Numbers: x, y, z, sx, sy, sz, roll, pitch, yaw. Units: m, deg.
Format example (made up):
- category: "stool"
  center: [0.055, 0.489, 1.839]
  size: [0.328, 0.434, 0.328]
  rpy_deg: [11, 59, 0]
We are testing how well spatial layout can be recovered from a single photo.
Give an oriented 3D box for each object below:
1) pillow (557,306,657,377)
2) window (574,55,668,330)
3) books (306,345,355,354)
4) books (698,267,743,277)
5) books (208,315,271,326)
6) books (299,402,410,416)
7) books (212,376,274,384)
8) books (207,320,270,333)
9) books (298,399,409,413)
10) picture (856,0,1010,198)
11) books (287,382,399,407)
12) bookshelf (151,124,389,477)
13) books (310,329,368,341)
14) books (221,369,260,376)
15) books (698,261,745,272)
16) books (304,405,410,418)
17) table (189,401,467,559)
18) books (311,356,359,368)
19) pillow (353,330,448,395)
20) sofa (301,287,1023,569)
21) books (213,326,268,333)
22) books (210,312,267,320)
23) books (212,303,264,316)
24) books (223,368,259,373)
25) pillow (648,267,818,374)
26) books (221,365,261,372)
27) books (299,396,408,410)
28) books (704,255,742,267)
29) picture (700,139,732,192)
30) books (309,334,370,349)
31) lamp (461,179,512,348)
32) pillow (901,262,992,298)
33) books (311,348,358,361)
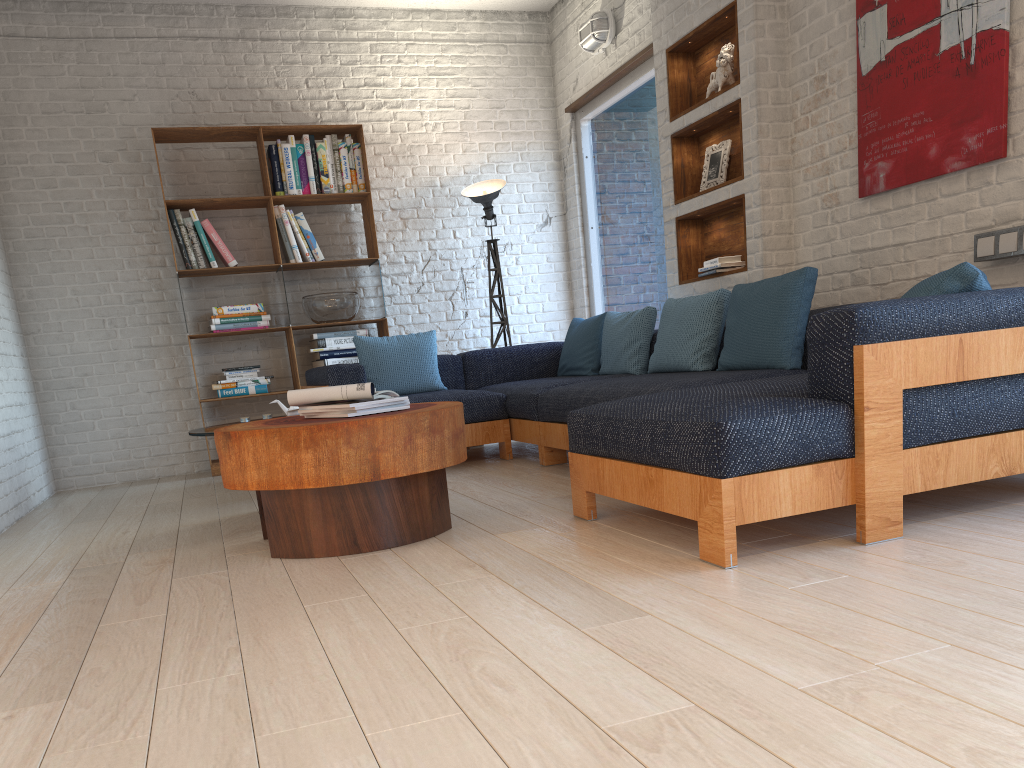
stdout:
- category: "pillow"
  center: [0.561, -0.239, 5.363]
  size: [0.241, 0.408, 1.090]
  rpy_deg: [-9, 4, -21]
- category: "window"
  center: [2.669, -2.932, 0.596]
  size: [0.641, 6.561, 12.146]
  rpy_deg: [-10, 5, -20]
- category: "books"
  center: [-1.217, -0.251, 6.164]
  size: [0.441, 0.021, 0.268]
  rpy_deg: [-7, 2, -18]
- category: "books"
  center: [1.139, -0.610, 4.754]
  size: [0.162, 0.017, 0.247]
  rpy_deg: [-6, 2, -9]
- category: "books"
  center: [-1.850, -0.428, 5.908]
  size: [0.375, 0.037, 0.241]
  rpy_deg: [-7, 2, -25]
- category: "books"
  center: [-0.570, 0.090, 3.159]
  size: [0.318, 0.011, 0.247]
  rpy_deg: [-4, 3, 40]
- category: "books"
  center: [-1.851, -0.027, 5.988]
  size: [0.375, 0.019, 0.241]
  rpy_deg: [-7, 2, -26]
- category: "books"
  center: [-1.859, -0.390, 5.919]
  size: [0.376, 0.037, 0.241]
  rpy_deg: [-7, 2, -23]
- category: "books"
  center: [-0.571, 0.080, 3.138]
  size: [0.318, 0.011, 0.247]
  rpy_deg: [-4, 3, 40]
- category: "picture"
  center: [1.610, -1.299, 3.393]
  size: [0.019, 0.986, 0.729]
  rpy_deg: [-10, 9, -20]
- category: "books"
  center: [-0.609, 0.057, 3.195]
  size: [0.323, 0.112, 0.266]
  rpy_deg: [-5, 4, 14]
- category: "bookshelf"
  center: [-1.563, -0.550, 5.985]
  size: [1.307, 2.264, 0.356]
  rpy_deg: [-9, 12, -18]
- category: "books"
  center: [-1.228, -0.345, 6.158]
  size: [0.377, 0.037, 0.240]
  rpy_deg: [-7, 2, -18]
- category: "books"
  center: [-1.874, -0.079, 6.003]
  size: [0.234, 0.019, 0.169]
  rpy_deg: [-7, 2, -26]
- category: "books"
  center: [1.147, -0.637, 4.739]
  size: [0.170, 0.019, 0.233]
  rpy_deg: [-7, 2, -17]
- category: "books"
  center: [-0.562, 0.100, 3.148]
  size: [0.248, 0.011, 0.317]
  rpy_deg: [-8, 3, -40]
- category: "table"
  center: [-0.805, 0.346, 3.668]
  size: [1.071, 0.458, 1.798]
  rpy_deg: [-7, 3, -14]
- category: "books"
  center: [-1.197, -0.152, 6.188]
  size: [0.374, 0.066, 0.242]
  rpy_deg: [-7, 3, -32]
- category: "pillow"
  center: [-0.703, -0.121, 5.476]
  size: [0.551, 0.420, 0.219]
  rpy_deg: [-8, 10, -19]
- category: "sofa"
  center: [0.294, 0.104, 4.137]
  size: [2.062, 0.677, 3.891]
  rpy_deg: [-7, 3, -19]
- category: "books"
  center: [-1.850, -0.362, 5.934]
  size: [0.353, 0.021, 0.268]
  rpy_deg: [-7, 2, -19]
- category: "books"
  center: [-1.862, -0.456, 5.920]
  size: [0.352, 0.021, 0.268]
  rpy_deg: [-7, 2, -20]
- category: "books"
  center: [-1.857, -0.496, 5.913]
  size: [0.324, 0.057, 0.251]
  rpy_deg: [-7, 3, -16]
- category: "books"
  center: [-1.866, -0.093, 5.996]
  size: [0.241, 0.008, 0.154]
  rpy_deg: [-7, 2, -18]
- category: "pillow"
  center: [0.995, -0.263, 4.100]
  size: [0.252, 0.427, 1.193]
  rpy_deg: [-9, 4, -20]
- category: "books"
  center: [-1.861, -0.106, 5.981]
  size: [0.250, 0.017, 0.160]
  rpy_deg: [-7, 2, -18]
- category: "books"
  center: [-0.570, 0.069, 3.128]
  size: [0.247, 0.011, 0.317]
  rpy_deg: [-8, 3, -45]
- category: "books"
  center: [1.144, -0.664, 4.740]
  size: [0.132, 0.034, 0.202]
  rpy_deg: [-6, 2, -9]
- category: "picture"
  center: [1.110, -1.175, 4.711]
  size: [0.101, 0.251, 0.190]
  rpy_deg: [-11, 10, -28]
- category: "books"
  center: [-1.220, -0.295, 6.175]
  size: [0.375, 0.066, 0.241]
  rpy_deg: [-7, 3, -24]
- category: "lamp"
  center: [0.102, -0.547, 6.203]
  size: [0.864, 1.897, 0.492]
  rpy_deg: [4, 15, 42]
- category: "pillow"
  center: [1.349, -0.203, 2.832]
  size: [0.377, 0.336, 0.550]
  rpy_deg: [-2, 6, 31]
- category: "books"
  center: [-1.225, -0.211, 6.156]
  size: [0.323, 0.057, 0.252]
  rpy_deg: [-7, 3, -24]
